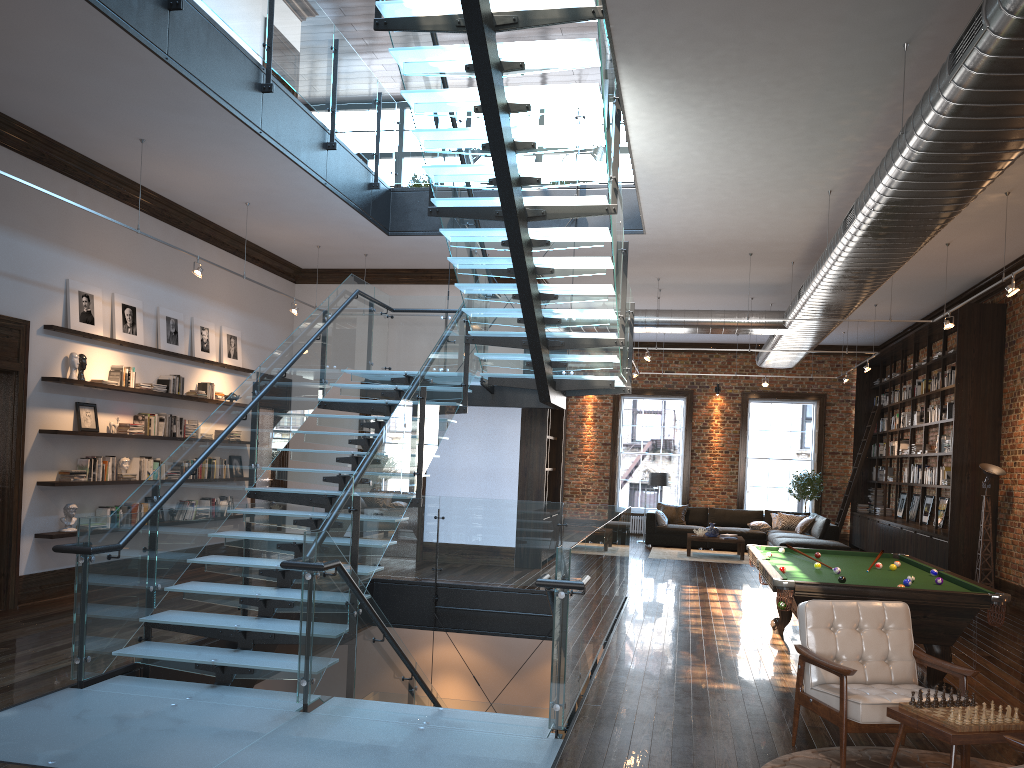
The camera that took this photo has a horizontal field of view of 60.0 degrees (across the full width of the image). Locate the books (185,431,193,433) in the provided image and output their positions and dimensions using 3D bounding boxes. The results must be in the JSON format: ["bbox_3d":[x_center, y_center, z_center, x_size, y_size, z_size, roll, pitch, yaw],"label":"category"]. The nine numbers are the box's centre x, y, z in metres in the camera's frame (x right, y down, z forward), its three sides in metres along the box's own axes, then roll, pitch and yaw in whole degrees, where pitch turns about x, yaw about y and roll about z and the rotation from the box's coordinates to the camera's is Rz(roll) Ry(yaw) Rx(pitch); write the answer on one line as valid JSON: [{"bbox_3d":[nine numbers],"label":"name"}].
[{"bbox_3d":[-4.010,0.590,10.882,0.141,0.011,0.288,2,-5,9],"label":"books"}]

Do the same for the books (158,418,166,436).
[{"bbox_3d":[-4.106,0.497,10.253,0.184,0.209,0.064,2,-1,11],"label":"books"}]

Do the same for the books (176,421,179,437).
[{"bbox_3d":[-4.060,0.539,10.612,0.130,0.191,0.024,2,0,11],"label":"books"}]

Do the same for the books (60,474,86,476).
[{"bbox_3d":[-4.413,0.916,8.918,0.159,0.011,0.184,2,-5,11],"label":"books"}]

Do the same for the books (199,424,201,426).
[{"bbox_3d":[-3.970,0.589,11.093,0.139,0.181,0.030,2,0,11],"label":"books"}]

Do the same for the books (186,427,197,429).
[{"bbox_3d":[-4.008,0.537,10.882,0.141,0.011,0.288,1,-5,14],"label":"books"}]

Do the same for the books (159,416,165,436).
[{"bbox_3d":[-4.115,0.490,10.322,0.150,0.236,0.026,2,0,11],"label":"books"}]

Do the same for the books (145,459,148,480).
[{"bbox_3d":[-4.192,0.963,10.027,0.153,0.239,0.010,2,0,11],"label":"books"}]

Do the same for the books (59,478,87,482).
[{"bbox_3d":[-4.417,0.963,8.919,0.143,0.028,0.236,2,-5,11],"label":"books"}]

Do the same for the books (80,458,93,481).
[{"bbox_3d":[-4.373,0.878,9.101,0.134,0.236,0.013,2,0,11],"label":"books"}]

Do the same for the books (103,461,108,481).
[{"bbox_3d":[-4.332,0.912,9.326,0.150,0.210,0.035,2,0,11],"label":"books"}]

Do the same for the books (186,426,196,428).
[{"bbox_3d":[-4.008,0.526,10.882,0.142,0.011,0.257,2,-5,9],"label":"books"}]

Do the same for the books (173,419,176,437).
[{"bbox_3d":[-4.067,0.524,10.545,0.135,0.209,0.066,2,-1,11],"label":"books"}]

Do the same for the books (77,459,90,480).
[{"bbox_3d":[-4.394,0.879,9.075,0.125,0.226,0.048,2,0,11],"label":"books"}]

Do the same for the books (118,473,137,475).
[{"bbox_3d":[-4.256,0.984,9.720,0.141,0.011,0.288,2,-5,8],"label":"books"}]

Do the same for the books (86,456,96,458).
[{"bbox_3d":[-4.371,0.878,9.194,0.114,0.252,0.011,2,0,11],"label":"books"}]

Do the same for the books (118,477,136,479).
[{"bbox_3d":[-4.258,1.027,9.721,0.142,0.011,0.257,2,-5,8],"label":"books"}]

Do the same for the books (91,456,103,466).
[{"bbox_3d":[-4.351,0.884,9.291,0.127,0.258,0.015,2,0,11],"label":"books"}]

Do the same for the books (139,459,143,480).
[{"bbox_3d":[-4.210,0.958,9.953,0.133,0.236,0.022,2,0,11],"label":"books"}]

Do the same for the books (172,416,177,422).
[{"bbox_3d":[-4.069,0.506,10.590,0.115,0.252,0.022,2,0,11],"label":"books"}]

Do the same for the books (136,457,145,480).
[{"bbox_3d":[-4.196,0.952,9.968,0.147,0.252,0.012,2,0,11],"label":"books"}]

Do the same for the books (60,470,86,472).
[{"bbox_3d":[-4.414,0.876,8.923,0.135,0.014,0.216,2,-5,11],"label":"books"}]

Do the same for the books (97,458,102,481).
[{"bbox_3d":[-4.341,0.888,9.241,0.138,0.243,0.015,2,0,11],"label":"books"}]

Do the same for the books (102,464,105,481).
[{"bbox_3d":[-4.337,0.925,9.302,0.142,0.179,0.013,2,0,11],"label":"books"}]

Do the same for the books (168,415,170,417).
[{"bbox_3d":[-4.099,0.488,10.440,0.133,0.260,0.029,2,0,11],"label":"books"}]

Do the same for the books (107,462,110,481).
[{"bbox_3d":[-4.324,0.924,9.388,0.127,0.197,0.031,2,0,11],"label":"books"}]

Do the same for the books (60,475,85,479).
[{"bbox_3d":[-4.418,0.935,8.925,0.154,0.028,0.191,2,-5,6],"label":"books"}]

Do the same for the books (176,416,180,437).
[{"bbox_3d":[-4.055,0.509,10.639,0.143,0.257,0.049,2,0,11],"label":"books"}]

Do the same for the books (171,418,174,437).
[{"bbox_3d":[-4.081,0.513,10.495,0.152,0.221,0.014,2,0,11],"label":"books"}]

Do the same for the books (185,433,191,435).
[{"bbox_3d":[-4.017,0.611,10.884,0.142,0.011,0.255,2,-5,11],"label":"books"}]

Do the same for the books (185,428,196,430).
[{"bbox_3d":[-4.012,0.547,10.883,0.142,0.011,0.255,1,-5,12],"label":"books"}]

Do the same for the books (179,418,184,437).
[{"bbox_3d":[-4.037,0.522,10.671,0.169,0.237,0.021,2,0,11],"label":"books"}]

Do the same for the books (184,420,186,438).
[{"bbox_3d":[-4.022,0.537,10.726,0.156,0.218,0.013,2,0,11],"label":"books"}]

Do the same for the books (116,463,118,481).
[{"bbox_3d":[-4.301,0.944,9.538,0.120,0.185,0.034,2,0,11],"label":"books"}]

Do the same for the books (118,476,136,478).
[{"bbox_3d":[-4.256,1.016,9.720,0.142,0.011,0.258,2,-5,7],"label":"books"}]

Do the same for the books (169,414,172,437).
[{"bbox_3d":[-4.088,0.488,10.459,0.158,0.265,0.011,2,0,11],"label":"books"}]

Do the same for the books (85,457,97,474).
[{"bbox_3d":[-4.360,0.883,9.181,0.128,0.240,0.012,2,0,11],"label":"books"}]

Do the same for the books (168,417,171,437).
[{"bbox_3d":[-4.089,0.499,10.411,0.163,0.235,0.025,2,0,11],"label":"books"}]

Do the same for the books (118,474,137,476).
[{"bbox_3d":[-4.261,0.995,9.721,0.141,0.011,0.287,1,-5,13],"label":"books"}]

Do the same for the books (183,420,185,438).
[{"bbox_3d":[-4.035,0.536,10.714,0.161,0.216,0.015,2,0,11],"label":"books"}]

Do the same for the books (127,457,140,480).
[{"bbox_3d":[-4.218,0.943,9.872,0.141,0.252,0.012,2,0,11],"label":"books"}]

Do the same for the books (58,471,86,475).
[{"bbox_3d":[-4.415,0.895,8.904,0.143,0.028,0.220,1,-5,16],"label":"books"}]

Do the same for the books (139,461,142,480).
[{"bbox_3d":[-4.208,0.962,9.902,0.154,0.218,0.030,2,0,11],"label":"books"}]

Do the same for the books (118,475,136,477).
[{"bbox_3d":[-4.259,1.005,9.721,0.142,0.011,0.257,2,-5,9],"label":"books"}]

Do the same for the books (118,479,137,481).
[{"bbox_3d":[-4.263,1.048,9.721,0.141,0.011,0.287,2,-5,9],"label":"books"}]

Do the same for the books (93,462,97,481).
[{"bbox_3d":[-4.360,0.900,9.155,0.156,0.202,0.013,2,0,11],"label":"books"}]

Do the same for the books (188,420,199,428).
[{"bbox_3d":[-3.968,0.563,11.034,0.142,0.224,0.012,2,0,11],"label":"books"}]

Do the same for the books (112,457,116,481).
[{"bbox_3d":[-4.309,0.905,9.481,0.141,0.252,0.012,2,0,11],"label":"books"}]

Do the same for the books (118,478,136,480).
[{"bbox_3d":[-4.266,1.038,9.722,0.142,0.011,0.255,2,-5,11],"label":"books"}]

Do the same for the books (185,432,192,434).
[{"bbox_3d":[-4.015,0.601,10.883,0.142,0.011,0.255,2,-5,10],"label":"books"}]

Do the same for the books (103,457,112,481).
[{"bbox_3d":[-4.321,0.899,9.418,0.130,0.252,0.027,2,0,11],"label":"books"}]

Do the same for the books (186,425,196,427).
[{"bbox_3d":[-4.009,0.515,10.883,0.142,0.011,0.256,1,-5,13],"label":"books"}]

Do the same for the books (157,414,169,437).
[{"bbox_3d":[-4.102,0.481,10.374,0.158,0.262,0.026,2,0,11],"label":"books"}]

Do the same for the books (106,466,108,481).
[{"bbox_3d":[-4.330,0.939,9.359,0.134,0.162,0.030,2,0,11],"label":"books"}]
